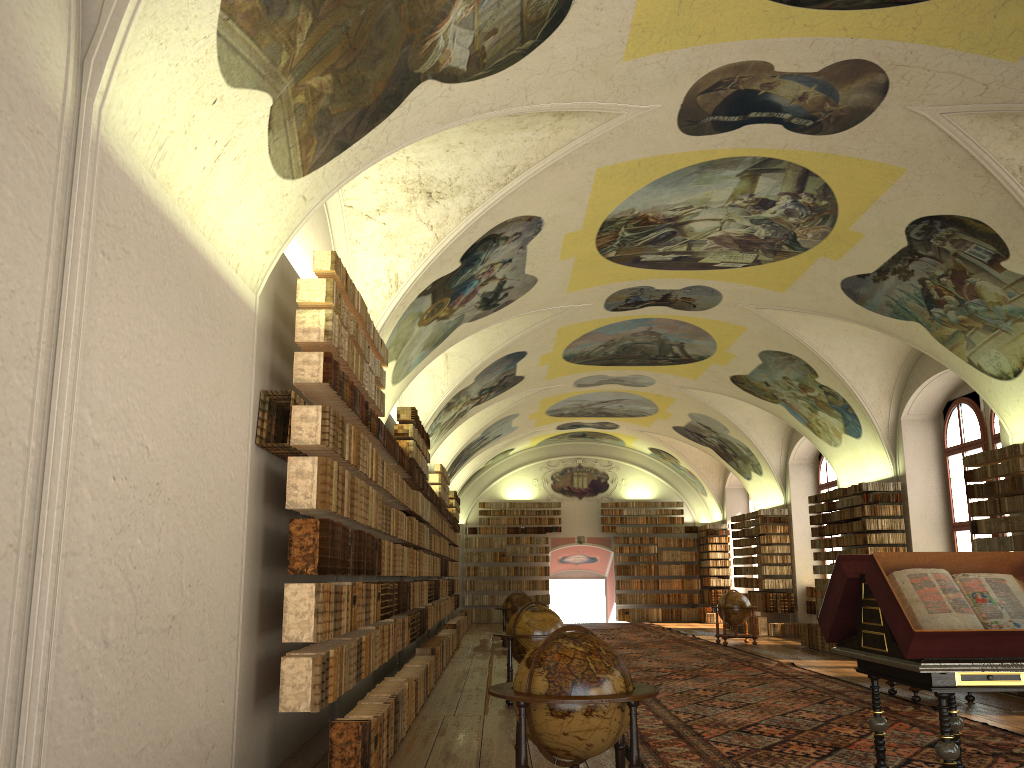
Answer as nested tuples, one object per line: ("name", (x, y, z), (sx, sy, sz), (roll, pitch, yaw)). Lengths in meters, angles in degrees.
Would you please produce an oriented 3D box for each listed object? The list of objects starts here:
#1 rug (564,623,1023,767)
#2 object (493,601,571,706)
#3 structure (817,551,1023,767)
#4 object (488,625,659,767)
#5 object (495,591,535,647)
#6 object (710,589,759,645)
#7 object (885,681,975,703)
("rug", (3.354, 5.367, 16.490), (4.704, 0.064, 37.050), (0, -12, -1))
("object", (0.358, 3.975, 13.194), (1.280, 1.443, 1.282), (-9, -14, 36))
("structure", (3.350, 2.315, 6.878), (1.245, 1.973, 1.899), (0, -12, -1))
("object", (0.460, 2.543, 6.618), (1.281, 1.443, 1.282), (9, -15, -38))
("object", (0.186, 6.314, 23.929), (1.281, 1.443, 1.282), (-10, -15, 41))
("object", (6.035, 6.300, 24.011), (1.281, 1.443, 1.282), (-10, -15, 41))
("object", (6.201, 3.964, 13.287), (1.281, 1.443, 1.282), (9, -15, -38))
